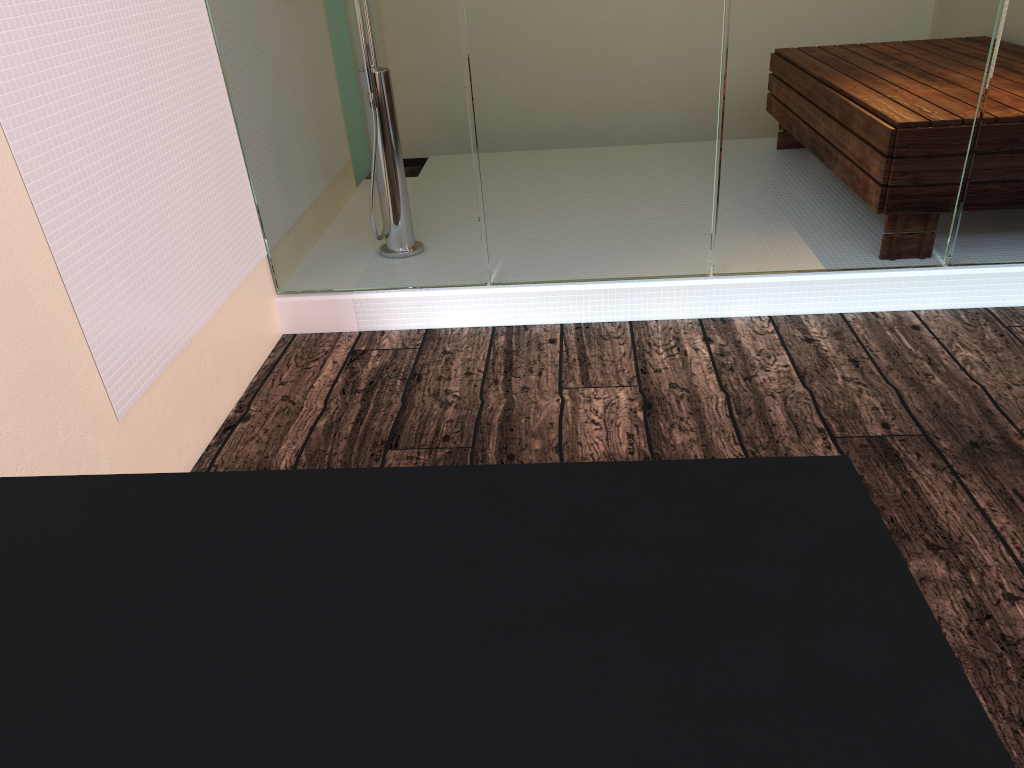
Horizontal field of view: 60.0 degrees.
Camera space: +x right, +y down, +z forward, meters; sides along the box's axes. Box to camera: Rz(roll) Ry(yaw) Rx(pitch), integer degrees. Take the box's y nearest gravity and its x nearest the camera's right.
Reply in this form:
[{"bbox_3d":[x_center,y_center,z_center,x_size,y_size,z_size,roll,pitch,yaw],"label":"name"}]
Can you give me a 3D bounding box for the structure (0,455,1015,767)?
[{"bbox_3d":[-0.170,0.655,0.467,0.800,0.876,0.854,-2,31,4],"label":"structure"}]
